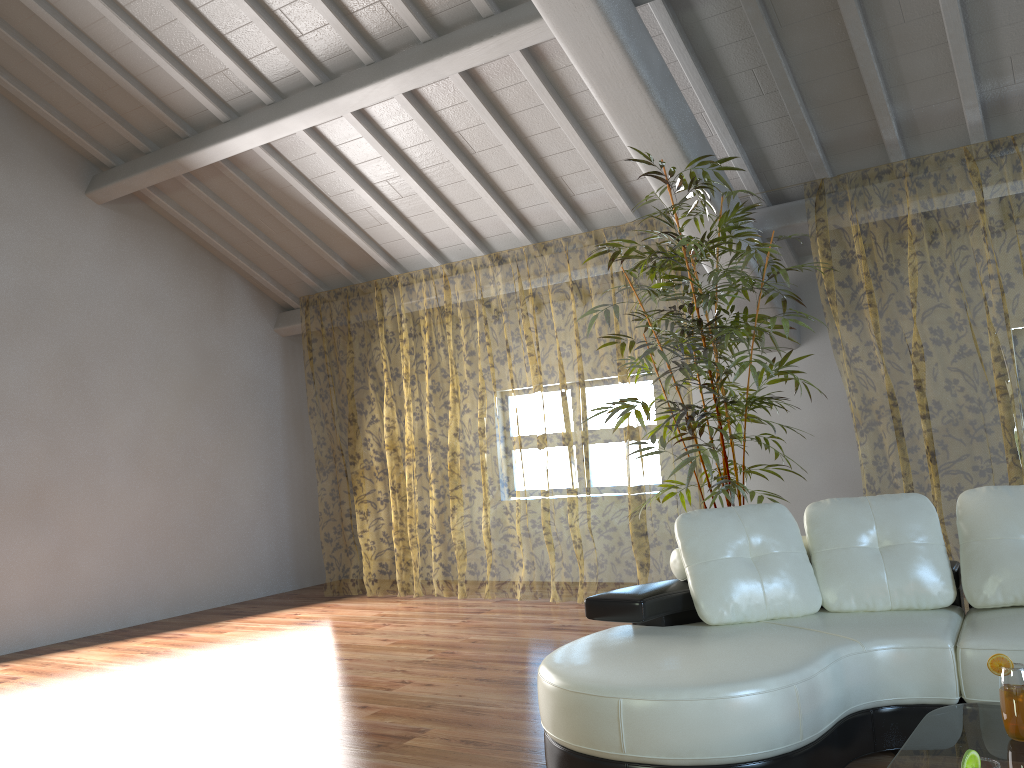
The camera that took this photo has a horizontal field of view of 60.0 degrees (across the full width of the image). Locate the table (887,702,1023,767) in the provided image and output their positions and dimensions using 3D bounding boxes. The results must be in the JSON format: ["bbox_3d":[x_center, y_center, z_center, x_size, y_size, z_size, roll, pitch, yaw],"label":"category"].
[{"bbox_3d":[1.299,0.908,1.549,1.201,0.290,1.201,-8,-6,35],"label":"table"}]

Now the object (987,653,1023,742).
[{"bbox_3d":[1.159,0.717,2.036,0.075,0.192,0.081,-2,-5,-22],"label":"object"}]

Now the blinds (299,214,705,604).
[{"bbox_3d":[-0.269,0.327,6.654,3.505,2.546,0.306,-7,-6,33],"label":"blinds"}]

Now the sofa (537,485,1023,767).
[{"bbox_3d":[1.618,0.753,2.865,3.047,0.805,1.359,-5,-5,12],"label":"sofa"}]

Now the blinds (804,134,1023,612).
[{"bbox_3d":[3.338,-0.141,4.347,3.505,2.546,0.306,-7,-6,33],"label":"blinds"}]

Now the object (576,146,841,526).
[{"bbox_3d":[1.008,0.081,4.438,1.177,2.473,1.399,-1,-6,-32],"label":"object"}]

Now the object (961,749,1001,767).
[{"bbox_3d":[0.782,0.699,1.469,0.081,0.192,0.075,-5,-5,8],"label":"object"}]
